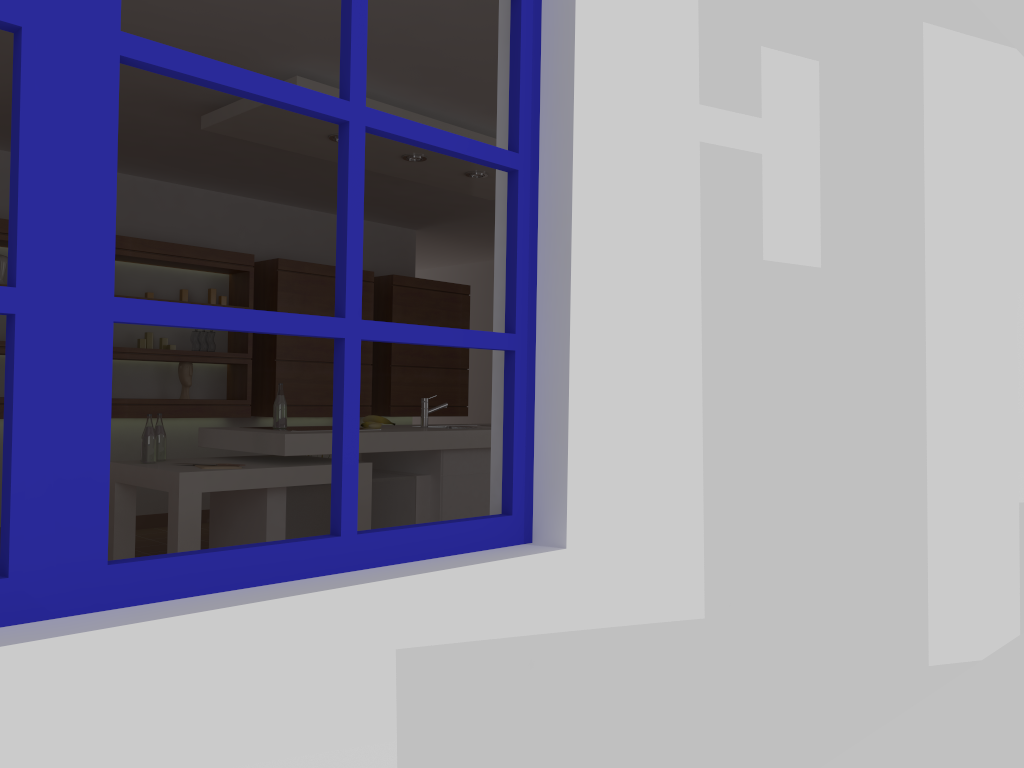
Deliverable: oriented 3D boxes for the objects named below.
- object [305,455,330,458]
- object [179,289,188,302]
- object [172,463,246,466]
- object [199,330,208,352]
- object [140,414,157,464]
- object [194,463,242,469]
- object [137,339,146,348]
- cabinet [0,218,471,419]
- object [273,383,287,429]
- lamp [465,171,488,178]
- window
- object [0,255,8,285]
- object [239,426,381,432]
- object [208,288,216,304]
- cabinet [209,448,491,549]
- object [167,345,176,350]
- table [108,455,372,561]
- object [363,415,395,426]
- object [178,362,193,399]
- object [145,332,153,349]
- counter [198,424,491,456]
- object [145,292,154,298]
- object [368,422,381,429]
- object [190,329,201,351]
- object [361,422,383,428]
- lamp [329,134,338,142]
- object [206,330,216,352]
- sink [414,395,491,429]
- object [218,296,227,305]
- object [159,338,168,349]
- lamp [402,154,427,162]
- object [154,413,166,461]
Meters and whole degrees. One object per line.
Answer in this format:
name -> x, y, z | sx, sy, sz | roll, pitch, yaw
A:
object -> -1.581, 0.790, 7.163 | 0.296, 0.546, 0.087 | 2, -1, -31
object -> -2.302, -0.621, 6.219 | 0.044, 0.099, 0.044 | 0, -1, 44
object -> -1.395, 0.366, 4.045 | 0.375, 0.008, 0.041 | 1, -1, 10
object -> -2.230, -0.310, 6.401 | 0.065, 0.165, 0.054 | 2, -1, -31
object -> -1.699, 0.256, 4.151 | 0.071, 0.230, 0.071 | 1, -1, 25
object -> -1.341, 0.373, 4.029 | 0.168, 0.006, 0.266 | 1, -1, -30
object -> -2.535, -0.273, 6.073 | 0.044, 0.070, 0.044 | 0, -1, 44
cabinet -> -2.289, -0.358, 6.665 | 0.754, 1.200, 4.718 | 0, -1, 44
object -> -1.175, 0.112, 4.497 | 0.071, 0.230, 0.071 | 1, -1, 25
lamp -> -0.217, -1.313, 5.480 | 0.143, 0.059, 0.143 | 1, -1, -18
window -> -0.545, -0.432, 1.089 | 0.035, 1.430, 1.699 | 0, -1, 44
object -> -3.146, -0.696, 5.430 | 0.103, 0.197, 0.071 | 1, -1, 5
object -> -1.058, 0.234, 4.668 | 0.493, 0.006, 0.551 | 0, -1, 44
object -> -2.165, -0.627, 6.402 | 0.044, 0.120, 0.044 | 0, -1, 44
cabinet -> -0.628, 0.700, 5.042 | 0.737, 0.700, 2.048 | 0, -1, 44
object -> -2.386, -0.254, 6.215 | 0.044, 0.040, 0.044 | 0, -1, 44
table -> -1.317, 0.704, 4.319 | 0.737, 0.647, 1.003 | 0, -1, 44
object -> -0.746, 0.201, 4.918 | 0.207, 0.055, 0.047 | 1, -1, 20
object -> -2.324, -0.033, 6.308 | 0.100, 0.284, 0.100 | 1, -1, -16
object -> -2.516, -0.297, 6.143 | 0.044, 0.120, 0.044 | 0, -1, 44
counter -> -0.592, 0.651, 5.086 | 0.821, 0.800, 2.156 | 0, -1, 44
object -> -2.456, -0.602, 6.004 | 0.044, 0.049, 0.044 | 0, -1, 44
object -> -0.748, 0.228, 4.887 | 0.060, 0.033, 0.207 | 1, -1, -1
object -> -2.275, -0.312, 6.374 | 0.065, 0.165, 0.054 | 2, -1, -31
object -> -0.805, 0.229, 4.978 | 0.060, 0.033, 0.207 | 1, -1, 24
lamp -> -0.910, -1.335, 4.752 | 0.143, 0.059, 0.143 | 1, -1, 27
object -> -2.184, -0.309, 6.428 | 0.065, 0.165, 0.054 | 2, -1, -31
sink -> -0.296, 0.255, 5.398 | 0.404, 0.368, 0.668 | 0, -1, 44
object -> -2.097, -0.601, 6.424 | 0.044, 0.070, 0.044 | 0, -1, 44
object -> -2.453, -0.279, 6.246 | 0.044, 0.090, 0.044 | 0, -1, 44
lamp -> -0.561, -1.324, 5.119 | 0.143, 0.059, 0.143 | 1, -1, -18
object -> -1.709, 0.258, 4.296 | 0.071, 0.230, 0.071 | 1, -1, 25
